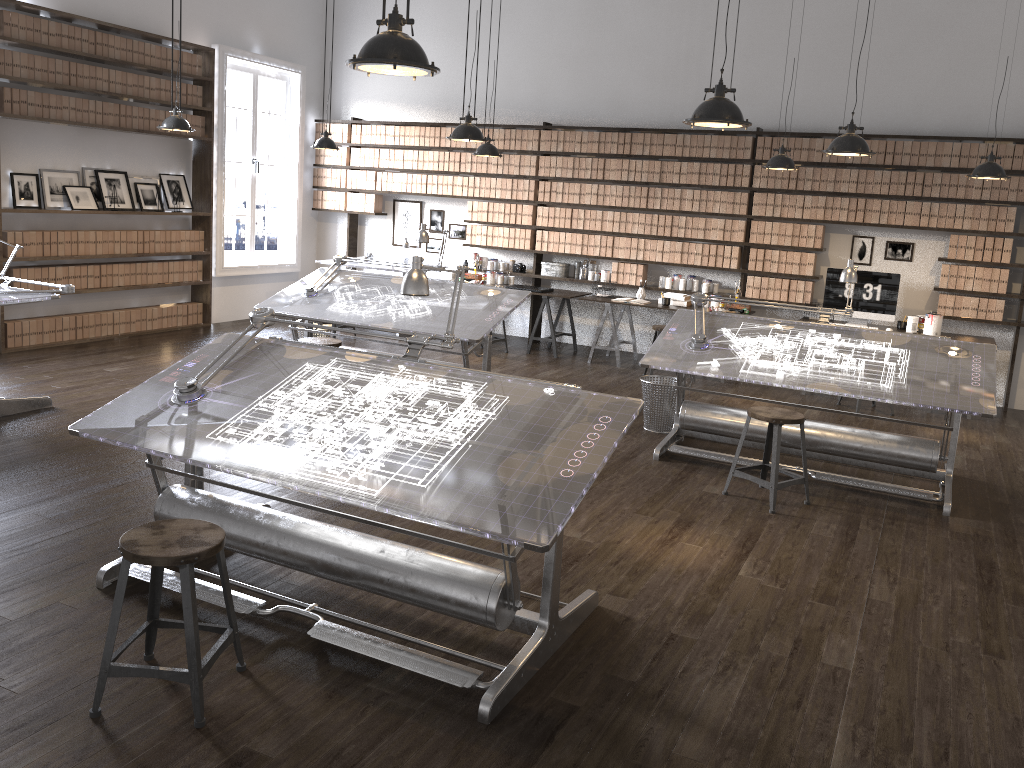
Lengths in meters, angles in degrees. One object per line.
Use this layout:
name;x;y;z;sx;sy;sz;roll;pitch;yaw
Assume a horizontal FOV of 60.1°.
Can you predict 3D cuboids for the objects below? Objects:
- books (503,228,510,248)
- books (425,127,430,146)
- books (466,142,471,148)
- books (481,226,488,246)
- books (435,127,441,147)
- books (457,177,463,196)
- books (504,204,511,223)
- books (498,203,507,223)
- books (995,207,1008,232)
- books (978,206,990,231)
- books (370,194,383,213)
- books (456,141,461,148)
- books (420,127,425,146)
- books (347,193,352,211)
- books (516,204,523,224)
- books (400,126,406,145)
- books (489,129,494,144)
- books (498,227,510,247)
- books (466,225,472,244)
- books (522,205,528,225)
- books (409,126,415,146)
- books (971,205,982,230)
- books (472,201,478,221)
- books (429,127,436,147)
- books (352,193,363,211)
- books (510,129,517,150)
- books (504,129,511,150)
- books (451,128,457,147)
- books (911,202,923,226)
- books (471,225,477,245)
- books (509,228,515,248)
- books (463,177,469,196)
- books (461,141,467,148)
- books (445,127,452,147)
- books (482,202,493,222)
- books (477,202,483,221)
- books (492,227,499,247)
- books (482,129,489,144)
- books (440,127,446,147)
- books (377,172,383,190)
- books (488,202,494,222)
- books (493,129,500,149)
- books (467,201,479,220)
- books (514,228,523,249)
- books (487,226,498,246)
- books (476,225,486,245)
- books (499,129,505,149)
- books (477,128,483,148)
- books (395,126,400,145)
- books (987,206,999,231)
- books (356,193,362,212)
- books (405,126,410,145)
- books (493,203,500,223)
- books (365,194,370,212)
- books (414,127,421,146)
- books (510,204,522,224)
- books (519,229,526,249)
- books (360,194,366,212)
books;-0.028;-1.677;10.146;0.067;0.224;0.175;8;11;25
books;-0.955;-2.912;10.453;0.067;0.224;0.175;8;11;25
books;-0.451;-2.829;10.216;0.067;0.224;0.175;8;11;25
books;-0.281;-1.719;10.267;0.067;0.224;0.175;8;11;25
books;-0.831;-2.891;10.391;0.067;0.224;0.175;8;11;25
books;-0.565;-2.301;10.336;0.067;0.224;0.175;8;11;25
books;-0.016;-1.944;10.114;0.067;0.224;0.175;8;11;25
books;-0.082;-1.954;10.140;0.067;0.224;0.175;8;11;25
books;4.411;-1.485;7.985;0.067;0.224;0.175;8;11;25
books;4.284;-1.504;8.038;0.067;0.224;0.175;8;11;25
books;-1.671;-2.218;10.895;0.067;0.224;0.175;8;11;25
books;-0.571;-2.849;10.274;0.067;0.224;0.175;8;11;25
books;-1.013;-2.920;10.476;0.067;0.224;0.175;8;11;25
books;-1.979;-2.268;11.037;0.067;0.224;0.175;8;11;25
books;0.118;-1.922;10.051;0.067;0.224;0.175;8;11;25
books;-1.266;-2.963;10.602;0.067;0.224;0.175;8;11;25
books;-0.203;-2.788;10.101;0.067;0.224;0.175;8;11;25
books;-0.092;-1.688;10.180;0.067;0.224;0.175;8;11;25
books;-0.463;-1.749;10.352;0.067;0.224;0.175;8;11;25
books;0.185;-1.910;10.016;0.067;0.224;0.175;8;11;25
books;-1.142;-2.942;10.541;0.067;0.224;0.175;8;11;25
books;4.227;-1.515;8.071;0.067;0.224;0.175;8;11;25
books;-0.385;-2.004;10.285;0.067;0.224;0.175;8;11;25
books;-0.895;-2.902;10.428;0.067;0.224;0.175;8;11;25
books;-1.913;-2.257;11.008;0.067;0.224;0.175;8;11;25
books;0.045;-2.746;9.981;0.067;0.224;0.175;8;11;25
books;-0.014;-2.755;10.003;0.067;0.224;0.175;8;11;25
books;-0.634;-2.859;10.304;0.067;0.224;0.175;8;11;25
books;3.785;-1.587;8.274;0.067;0.224;0.175;8;11;25
books;-0.401;-1.740;10.328;0.067;0.224;0.175;8;11;25
books;0.036;-1.666;10.115;0.067;0.224;0.175;8;11;25
books;-0.501;-2.290;10.304;0.067;0.224;0.175;8;11;25
books;-0.513;-2.838;10.240;0.067;0.224;0.175;8;11;25
books;-0.700;-2.869;10.330;0.067;0.224;0.175;8;11;25
books;-0.270;-1.985;10.227;0.067;0.224;0.175;8;11;25
books;-0.328;-1.995;10.260;0.067;0.224;0.175;8;11;25
books;-0.153;-1.699;10.213;0.067;0.224;0.175;8;11;25
books;-0.266;-2.798;10.129;0.067;0.224;0.175;8;11;25
books;-0.761;-2.880;10.365;0.067;0.224;0.175;8;11;25
books;-1.573;-2.468;10.813;0.067;0.224;0.175;8;11;25
books;-0.207;-1.976;10.204;0.067;0.224;0.175;8;11;25
books;-0.142;-2.777;10.068;0.067;0.224;0.175;8;11;25
books;-0.451;-2.015;10.314;0.067;0.224;0.175;8;11;25
books;0.095;-1.658;10.092;0.067;0.224;0.175;8;11;25
books;-0.216;-1.709;10.241;0.067;0.224;0.175;8;11;25
books;-0.345;-1.730;10.300;0.067;0.224;0.175;8;11;25
books;-0.078;-2.766;10.034;0.067;0.224;0.175;8;11;25
books;-0.331;-2.808;10.155;0.067;0.224;0.175;8;11;25
books;-1.331;-2.973;10.628;0.067;0.224;0.175;8;11;25
books;4.347;-1.495;8.015;0.067;0.224;0.175;8;11;25
books;-1.856;-2.248;10.982;0.067;0.224;0.175;8;11;25
books;-1.203;-2.953;10.574;0.067;0.224;0.175;8;11;25
books;-0.143;-1.965;10.174;0.067;0.224;0.175;8;11;25
books;-1.733;-2.228;10.927;0.067;0.224;0.175;8;11;25
books;-1.078;-2.931;10.507;0.067;0.224;0.175;8;11;25
books;0.049;-1.932;10.077;0.067;0.224;0.175;8;11;25
books;0.155;-1.648;10.067;0.067;0.224;0.175;8;11;25
books;-1.798;-2.237;10.950;0.067;0.224;0.175;8;11;25
